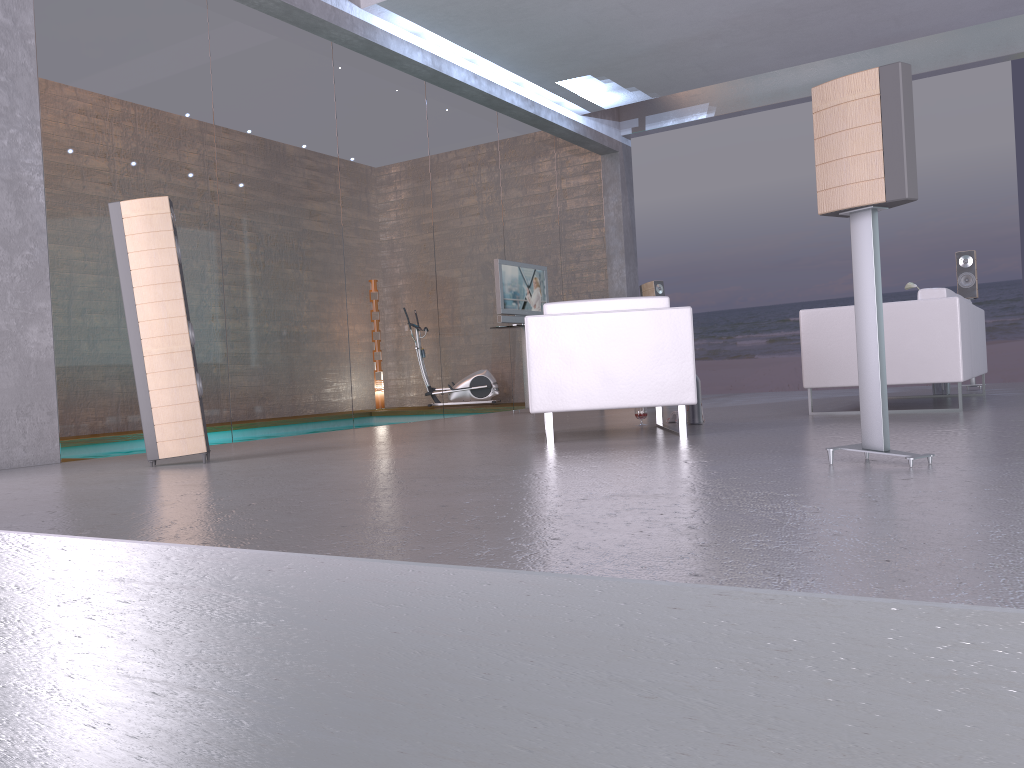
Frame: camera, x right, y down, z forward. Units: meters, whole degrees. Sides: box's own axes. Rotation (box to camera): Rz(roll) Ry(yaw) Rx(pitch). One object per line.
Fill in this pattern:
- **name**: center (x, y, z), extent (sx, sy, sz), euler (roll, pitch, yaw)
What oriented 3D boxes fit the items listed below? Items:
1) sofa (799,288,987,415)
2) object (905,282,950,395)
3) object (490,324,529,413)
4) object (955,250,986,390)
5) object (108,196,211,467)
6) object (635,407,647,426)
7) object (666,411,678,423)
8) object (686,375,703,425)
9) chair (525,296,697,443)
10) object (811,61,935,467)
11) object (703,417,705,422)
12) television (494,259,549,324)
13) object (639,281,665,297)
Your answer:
- **sofa**: center (3.045, -0.252, 6.923), extent (1.026, 0.824, 2.353), euler (-3, 0, 32)
- **object**: center (3.903, -0.425, 8.112), extent (0.400, 1.051, 0.387), euler (-3, 0, -21)
- **object**: center (0.162, -0.178, 9.363), extent (0.360, 0.958, 0.818), euler (-3, 0, 32)
- **object**: center (4.534, -0.621, 8.758), extent (0.243, 1.363, 0.333), euler (-3, 0, 37)
- **object**: center (-1.950, -0.287, 4.909), extent (0.444, 1.473, 0.244), euler (-3, 0, -13)
- **object**: center (0.888, 0.170, 6.113), extent (0.091, 0.233, 0.091), euler (-3, 0, -31)
- **object**: center (1.122, 0.228, 6.189), extent (0.079, 0.087, 0.235), euler (-3, 0, -1)
- **object**: center (1.201, 0.051, 5.873), extent (0.109, 0.435, 0.109), euler (-3, 0, -32)
- **chair**: center (0.567, -0.094, 5.453), extent (0.936, 0.808, 1.026), euler (-3, 0, 2)
- **object**: center (1.265, -0.400, 3.128), extent (0.243, 1.363, 0.333), euler (-3, 0, -28)
- **object**: center (1.285, 0.220, 6.079), extent (0.079, 0.087, 0.235), euler (-3, 0, 9)
- **television**: center (0.119, -0.955, 9.354), extent (0.054, 0.644, 1.000), euler (-3, 0, 32)
- **object**: center (1.798, -0.537, 11.042), extent (0.244, 1.469, 0.444), euler (-3, 0, -33)
